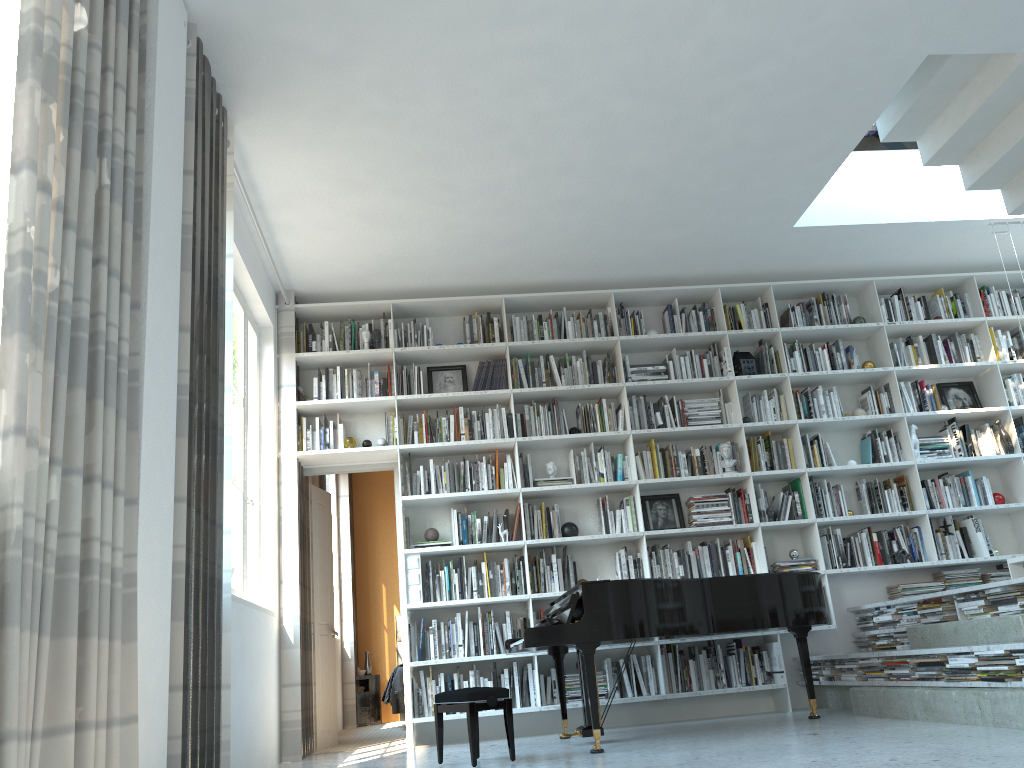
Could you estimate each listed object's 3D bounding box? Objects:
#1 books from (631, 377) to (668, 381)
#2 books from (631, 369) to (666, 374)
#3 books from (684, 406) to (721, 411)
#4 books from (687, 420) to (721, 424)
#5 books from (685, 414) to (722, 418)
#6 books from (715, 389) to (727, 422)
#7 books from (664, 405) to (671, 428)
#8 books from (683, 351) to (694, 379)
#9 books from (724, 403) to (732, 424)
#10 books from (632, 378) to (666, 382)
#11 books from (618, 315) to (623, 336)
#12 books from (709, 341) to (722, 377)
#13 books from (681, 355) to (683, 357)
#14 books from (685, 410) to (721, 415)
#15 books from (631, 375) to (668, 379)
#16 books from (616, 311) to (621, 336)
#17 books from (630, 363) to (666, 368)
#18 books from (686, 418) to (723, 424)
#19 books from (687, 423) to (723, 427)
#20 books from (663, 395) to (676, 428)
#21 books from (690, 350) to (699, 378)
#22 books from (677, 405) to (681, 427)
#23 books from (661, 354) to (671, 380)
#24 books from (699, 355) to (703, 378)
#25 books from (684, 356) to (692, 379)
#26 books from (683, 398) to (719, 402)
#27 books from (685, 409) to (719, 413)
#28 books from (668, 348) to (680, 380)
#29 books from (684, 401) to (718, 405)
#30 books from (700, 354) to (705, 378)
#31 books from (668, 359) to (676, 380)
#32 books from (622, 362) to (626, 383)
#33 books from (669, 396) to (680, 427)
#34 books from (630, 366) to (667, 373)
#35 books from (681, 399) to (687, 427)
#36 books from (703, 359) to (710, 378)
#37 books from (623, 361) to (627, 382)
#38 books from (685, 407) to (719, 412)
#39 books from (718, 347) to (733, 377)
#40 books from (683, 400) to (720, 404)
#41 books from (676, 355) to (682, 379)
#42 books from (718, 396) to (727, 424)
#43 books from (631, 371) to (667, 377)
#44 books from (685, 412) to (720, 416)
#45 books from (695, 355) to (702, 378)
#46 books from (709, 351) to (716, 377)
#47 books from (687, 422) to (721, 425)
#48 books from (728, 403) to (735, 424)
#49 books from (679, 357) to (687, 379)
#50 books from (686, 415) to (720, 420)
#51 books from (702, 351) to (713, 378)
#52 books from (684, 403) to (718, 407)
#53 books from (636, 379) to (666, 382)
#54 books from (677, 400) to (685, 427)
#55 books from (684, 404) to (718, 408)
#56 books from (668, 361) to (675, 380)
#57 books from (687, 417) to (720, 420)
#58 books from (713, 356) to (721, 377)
[{"bbox_3d":[1.035,-0.019,6.790,0.285,0.012,0.160,-2,-18,-9],"label":"books"},{"bbox_3d":[1.032,-0.071,6.804,0.254,0.025,0.161,-2,-18,-10],"label":"books"},{"bbox_3d":[1.427,0.205,6.756,0.285,0.012,0.160,-3,-18,-7],"label":"books"},{"bbox_3d":[1.437,0.308,6.723,0.254,0.012,0.161,-3,-18,-7],"label":"books"},{"bbox_3d":[1.432,0.262,6.738,0.285,0.012,0.160,-4,-18,-5],"label":"books"},{"bbox_3d":[1.596,0.211,6.767,0.012,0.318,0.140,-3,-18,-6],"label":"books"},{"bbox_3d":[1.160,0.282,6.700,0.024,0.216,0.148,-3,-18,-6],"label":"books"},{"bbox_3d":[1.361,-0.100,6.859,0.029,0.272,0.141,-3,-18,-6],"label":"books"},{"bbox_3d":[1.623,0.266,6.749,0.029,0.198,0.172,-3,-18,-6],"label":"books"},{"bbox_3d":[1.036,-0.008,6.787,0.254,0.012,0.161,-2,-18,-9],"label":"books"},{"bbox_3d":[0.827,-0.400,6.902,0.023,0.227,0.157,-3,-18,-6],"label":"books"},{"bbox_3d":[1.577,-0.147,6.873,0.012,0.333,0.156,-3,-18,-6],"label":"books"},{"bbox_3d":[1.315,-0.087,6.839,0.012,0.243,0.132,-3,-18,-6],"label":"books"},{"bbox_3d":[1.431,0.238,6.740,0.285,0.012,0.160,-4,-18,-3],"label":"books"},{"bbox_3d":[1.034,-0.030,6.796,0.285,0.012,0.160,-3,-18,-8],"label":"books"},{"bbox_3d":[0.803,-0.416,6.885,0.026,0.252,0.186,-3,-18,-6],"label":"books"},{"bbox_3d":[1.027,-0.115,6.828,0.285,0.024,0.160,-3,-18,-6],"label":"books"},{"bbox_3d":[1.436,0.295,6.722,0.285,0.012,0.160,-2,-18,-9],"label":"books"},{"bbox_3d":[1.439,0.331,6.716,0.285,0.012,0.160,-4,-18,-5],"label":"books"},{"bbox_3d":[1.184,0.246,6.717,0.049,0.290,0.163,-3,-18,-6],"label":"books"},{"bbox_3d":[1.389,-0.106,6.841,0.023,0.268,0.185,-3,-18,-6],"label":"books"},{"bbox_3d":[1.245,0.279,6.713,0.024,0.215,0.133,-3,-18,-6],"label":"books"},{"bbox_3d":[1.186,-0.087,6.818,0.012,0.253,0.161,-3,-18,-6],"label":"books"},{"bbox_3d":[1.441,-0.089,6.844,0.010,0.229,0.153,-3,-18,-6],"label":"books"},{"bbox_3d":[1.337,-0.079,6.829,0.028,0.218,0.184,-3,-18,-6],"label":"books"},{"bbox_3d":[1.422,0.145,6.772,0.285,0.012,0.160,-4,-18,-4],"label":"books"},{"bbox_3d":[1.430,0.226,6.744,0.254,0.012,0.161,-2,-18,-9],"label":"books"},{"bbox_3d":[1.246,-0.110,6.814,0.011,0.283,0.191,-3,-18,-6],"label":"books"},{"bbox_3d":[1.423,0.169,6.769,0.254,0.012,0.161,-3,-18,-6],"label":"books"},{"bbox_3d":[1.453,-0.092,6.839,0.012,0.229,0.159,-3,-18,-6],"label":"books"},{"bbox_3d":[1.228,-0.067,6.842,0.024,0.222,0.129,-3,-18,-6],"label":"books"},{"bbox_3d":[0.838,-0.044,6.767,0.027,0.200,0.168,-3,-18,-6],"label":"books"},{"bbox_3d":[1.222,0.250,6.704,0.021,0.268,0.192,-3,-18,-6],"label":"books"},{"bbox_3d":[1.030,-0.093,6.816,0.285,0.024,0.160,-4,-18,-4],"label":"books"},{"bbox_3d":[1.279,0.256,6.701,0.013,0.246,0.177,-3,-18,-6],"label":"books"},{"bbox_3d":[1.475,-0.075,6.831,0.029,0.187,0.176,-3,-18,-6],"label":"books"},{"bbox_3d":[0.856,-0.049,6.784,0.013,0.217,0.141,-3,-18,-6],"label":"books"},{"bbox_3d":[1.428,0.215,6.750,0.254,0.012,0.161,-4,-18,-4],"label":"books"},{"bbox_3d":[1.621,-0.123,6.801,0.037,0.236,0.273,-3,-18,-6],"label":"books"},{"bbox_3d":[1.423,0.154,6.762,0.285,0.012,0.160,-2,-18,-11],"label":"books"},{"bbox_3d":[1.263,-0.084,6.823,0.021,0.236,0.172,-3,-18,-6],"label":"books"},{"bbox_3d":[1.588,0.237,6.741,0.012,0.253,0.161,-3,-18,-6],"label":"books"},{"bbox_3d":[1.035,-0.049,6.794,0.285,0.024,0.160,-5,-18,-1],"label":"books"},{"bbox_3d":[1.431,0.250,6.741,0.254,0.012,0.161,-4,-18,-5],"label":"books"},{"bbox_3d":[1.414,-0.088,6.828,0.023,0.222,0.191,-3,-18,-6],"label":"books"},{"bbox_3d":[1.531,-0.108,6.862,0.029,0.260,0.133,-3,-18,-6],"label":"books"},{"bbox_3d":[1.438,0.320,6.722,0.254,0.012,0.161,-3,-18,-6],"label":"books"},{"bbox_3d":[1.651,0.263,6.758,0.030,0.204,0.159,-3,-18,-6],"label":"books"},{"bbox_3d":[1.298,-0.076,6.822,0.027,0.215,0.191,-3,-18,-6],"label":"books"},{"bbox_3d":[1.434,0.272,6.732,0.254,0.012,0.161,-3,-18,-8],"label":"books"},{"bbox_3d":[1.502,-0.105,6.842,0.032,0.247,0.174,-3,-18,-6],"label":"books"},{"bbox_3d":[1.425,0.179,6.761,0.254,0.012,0.161,-4,-18,-4],"label":"books"},{"bbox_3d":[1.038,0.003,6.779,0.254,0.012,0.161,-5,-18,-1],"label":"books"},{"bbox_3d":[1.264,0.261,6.711,0.015,0.244,0.183,-3,-18,-6],"label":"books"},{"bbox_3d":[1.427,0.190,6.751,0.254,0.012,0.161,-5,-18,-1],"label":"books"},{"bbox_3d":[1.207,-0.058,6.806,0.025,0.187,0.194,-3,-18,-6],"label":"books"},{"bbox_3d":[1.435,0.284,6.728,0.254,0.012,0.161,-4,-18,-4],"label":"books"},{"bbox_3d":[1.563,-0.086,6.843,0.029,0.202,0.192,-3,-18,-6],"label":"books"}]
